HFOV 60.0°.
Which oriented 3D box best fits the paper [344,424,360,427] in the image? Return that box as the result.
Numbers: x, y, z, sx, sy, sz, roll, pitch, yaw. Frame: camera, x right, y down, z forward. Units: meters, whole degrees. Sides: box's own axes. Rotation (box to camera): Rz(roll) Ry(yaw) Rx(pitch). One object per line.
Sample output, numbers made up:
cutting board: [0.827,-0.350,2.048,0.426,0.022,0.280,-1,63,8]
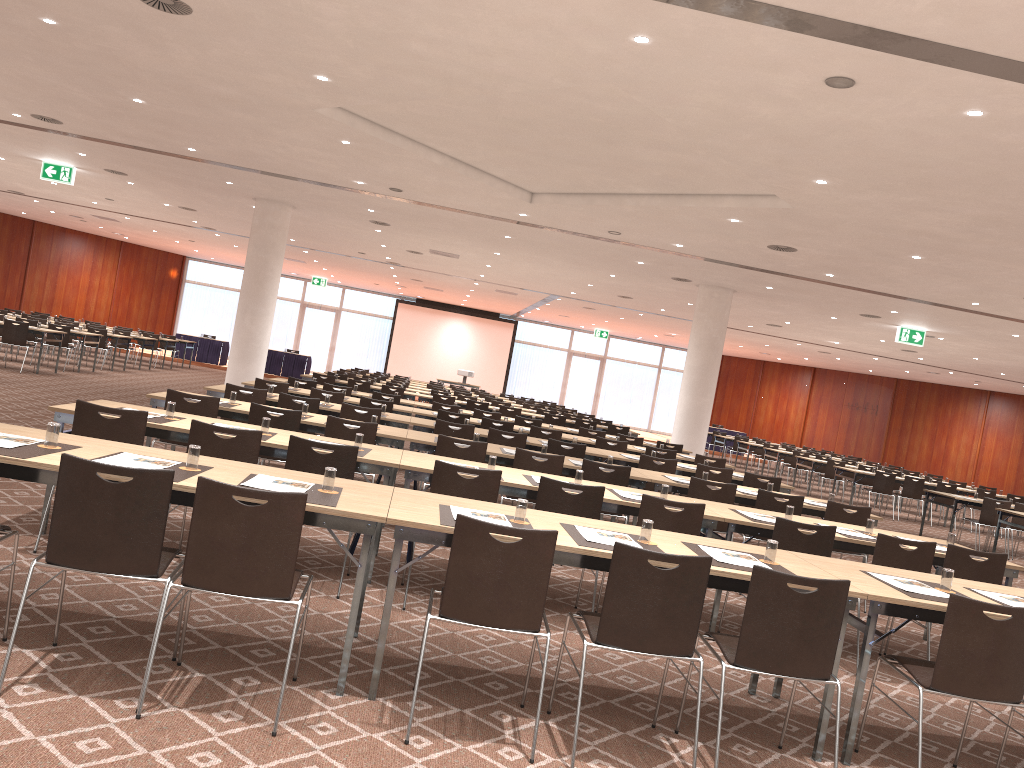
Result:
paper: [-1.503,0.372,8.236,0.284,0.006,0.398,10,1,-8]

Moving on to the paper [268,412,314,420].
paper: [-2.092,0.272,8.142,0.460,0.003,0.565,10,1,-3]

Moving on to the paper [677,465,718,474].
paper: [2.161,1.003,10.562,0.460,0.003,0.565,10,1,-6]

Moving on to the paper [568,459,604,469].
paper: [0.706,0.762,8.451,0.283,0.006,0.398,10,1,-7]

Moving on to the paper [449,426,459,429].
paper: [-0.758,0.482,10.342,0.283,0.006,0.398,10,1,-4]

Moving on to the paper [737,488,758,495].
paper: [2.314,1.047,8.624,0.284,0.006,0.398,10,1,-9]

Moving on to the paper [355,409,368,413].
paper: [-1.708,0.315,10.208,0.283,0.006,0.398,10,1,-5]

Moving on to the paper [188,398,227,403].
paper: [-2.771,0.148,8.103,0.283,0.006,0.398,10,1,-4]

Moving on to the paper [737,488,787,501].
paper: [2.369,1.061,8.577,0.460,0.003,0.565,10,1,-5]

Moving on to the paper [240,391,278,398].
paper: [-2.910,0.107,10.033,0.460,0.003,0.565,10,1,-6]

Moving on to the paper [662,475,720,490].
paper: [1.729,0.948,8.511,0.460,0.003,0.565,10,1,-6]

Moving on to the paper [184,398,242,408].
paper: [-2.730,0.160,8.026,0.460,0.003,0.565,10,1,-7]

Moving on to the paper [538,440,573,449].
paper: [0.567,0.721,10.399,0.460,0.003,0.565,10,1,-7]

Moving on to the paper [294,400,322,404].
paper: [-2.335,0.204,10.160,0.283,0.006,0.398,10,1,-7]

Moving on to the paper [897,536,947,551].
paper: [3.143,1.214,6.708,0.283,0.006,0.398,10,1,-6]

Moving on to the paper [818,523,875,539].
paper: [2.501,1.101,6.634,0.283,0.006,0.398,10,1,-5]

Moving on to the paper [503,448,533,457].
paper: [0.071,0.650,8.402,0.283,0.006,0.398,10,1,-6]

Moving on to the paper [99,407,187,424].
paper: [-2.544,0.214,6.071,0.460,0.003,0.565,10,1,-4]

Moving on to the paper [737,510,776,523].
paper: [1.860,0.987,6.569,0.283,0.006,0.398,10,1,-6]

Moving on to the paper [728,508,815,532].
paper: [1.900,0.999,6.523,0.460,0.003,0.565,10,1,-4]

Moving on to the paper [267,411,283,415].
paper: [-2.136,0.260,8.174,0.283,0.006,0.398,10,1,-7]

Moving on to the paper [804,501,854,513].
paper: [3.023,1.176,8.655,0.460,0.003,0.565,10,1,-3]

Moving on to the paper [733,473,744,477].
paper: [2.757,1.104,10.706,0.283,0.006,0.398,10,1,-4]

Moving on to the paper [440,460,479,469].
paper: [-0.375,0.592,6.358,0.283,0.006,0.398,10,1,-5]

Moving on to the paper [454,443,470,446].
paper: [-0.545,0.541,8.353,0.283,0.006,0.398,10,1,-6]

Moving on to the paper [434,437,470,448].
paper: [-0.495,0.555,8.278,0.460,0.003,0.565,10,1,-4]

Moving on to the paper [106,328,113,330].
paper: [-11.318,-1.547,24.789,0.283,0.006,0.398,10,1,-6]

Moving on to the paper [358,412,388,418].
paper: [-1.665,0.327,10.166,0.460,0.003,0.565,10,1,-6]

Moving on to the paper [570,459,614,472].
paper: [0.791,0.782,8.425,0.460,0.003,0.565,10,1,-3]

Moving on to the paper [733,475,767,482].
paper: [2.789,1.114,10.616,0.460,0.003,0.565,10,1,-8]

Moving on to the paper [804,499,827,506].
paper: [2.953,1.160,8.703,0.284,0.006,0.398,10,1,-8]

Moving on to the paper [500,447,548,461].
paper: [0.124,0.664,8.362,0.460,0.003,0.565,10,1,-4]

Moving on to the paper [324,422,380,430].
paper: [-1.468,0.383,8.181,0.460,0.003,0.565,10,1,-5]

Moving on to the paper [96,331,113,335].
paper: [-9.638,-1.203,20.886,0.460,0.003,0.565,10,1,-6]

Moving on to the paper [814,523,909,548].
paper: [2.574,1.118,6.574,0.460,0.003,0.565,10,1,-6]

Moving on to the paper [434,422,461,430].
paper: [-0.679,0.501,10.269,0.460,0.003,0.565,10,1,-5]

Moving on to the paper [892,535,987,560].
paper: [3.211,1.231,6.665,0.460,0.003,0.565,10,1,-3]

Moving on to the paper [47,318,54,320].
paper: [-12.842,-1.811,24.575,0.460,0.003,0.565,10,1,-5]

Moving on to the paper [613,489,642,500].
paper: [0.912,0.820,6.488,0.283,0.006,0.398,10,1,-6]

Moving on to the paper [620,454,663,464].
paper: [1.547,0.895,10.508,0.460,0.003,0.565,10,1,-6]

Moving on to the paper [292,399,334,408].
paper: [-2.282,0.218,10.107,0.460,0.003,0.565,10,1,-5]

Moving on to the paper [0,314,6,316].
paper: [-11.912,-1.610,20.739,0.283,0.006,0.398,10,1,-8]

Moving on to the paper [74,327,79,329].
paper: [-10.312,-1.327,20.904,0.284,0.006,0.398,10,1,-8]

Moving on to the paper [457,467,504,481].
paper: [-0.306,0.609,6.281,0.460,0.003,0.565,10,1,-6]

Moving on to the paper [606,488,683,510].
paper: [0.960,0.833,6.429,0.460,0.003,0.565,10,1,-6]

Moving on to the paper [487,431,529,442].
paper: [-0.048,0.613,10.310,0.460,0.003,0.565,10,1,-5]

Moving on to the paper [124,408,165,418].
paper: [-2.592,0.200,6.134,0.283,0.006,0.398,10,1,-4]

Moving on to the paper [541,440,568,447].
paper: [0.508,0.706,10.456,0.283,0.006,0.398,10,1,-6]

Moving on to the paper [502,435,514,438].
paper: [-0.099,0.599,10.387,0.284,0.006,0.398,10,1,-8]

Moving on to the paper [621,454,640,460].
paper: [1.473,0.877,10.551,0.283,0.006,0.398,10,1,-7]

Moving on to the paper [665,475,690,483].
paper: [1.658,0.931,8.571,0.283,0.006,0.398,10,1,-5]

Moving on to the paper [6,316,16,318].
paper: [-11.846,-1.593,20.654,0.460,0.003,0.565,10,1,-4]

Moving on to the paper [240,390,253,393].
paper: [-2.953,0.095,10.100,0.283,0.006,0.398,10,1,-5]

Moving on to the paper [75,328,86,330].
paper: [-10.282,-1.317,20.848,0.460,0.003,0.565,10,1,-9]

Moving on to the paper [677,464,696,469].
paper: [2.105,0.989,10.614,0.284,0.006,0.398,10,1,-8]

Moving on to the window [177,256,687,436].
window: [-2.527,-1.365,37.777,22.965,3.873,0.217,10,1,-6]

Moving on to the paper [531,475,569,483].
paper: [0.298,0.711,6.421,0.283,0.006,0.398,10,1,-5]

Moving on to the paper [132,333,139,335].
paper: [-10.625,-1.419,24.788,0.460,0.003,0.565,10,1,-8]

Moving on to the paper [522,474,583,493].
paper: [0.334,0.722,6.353,0.460,0.003,0.565,10,1,-7]
